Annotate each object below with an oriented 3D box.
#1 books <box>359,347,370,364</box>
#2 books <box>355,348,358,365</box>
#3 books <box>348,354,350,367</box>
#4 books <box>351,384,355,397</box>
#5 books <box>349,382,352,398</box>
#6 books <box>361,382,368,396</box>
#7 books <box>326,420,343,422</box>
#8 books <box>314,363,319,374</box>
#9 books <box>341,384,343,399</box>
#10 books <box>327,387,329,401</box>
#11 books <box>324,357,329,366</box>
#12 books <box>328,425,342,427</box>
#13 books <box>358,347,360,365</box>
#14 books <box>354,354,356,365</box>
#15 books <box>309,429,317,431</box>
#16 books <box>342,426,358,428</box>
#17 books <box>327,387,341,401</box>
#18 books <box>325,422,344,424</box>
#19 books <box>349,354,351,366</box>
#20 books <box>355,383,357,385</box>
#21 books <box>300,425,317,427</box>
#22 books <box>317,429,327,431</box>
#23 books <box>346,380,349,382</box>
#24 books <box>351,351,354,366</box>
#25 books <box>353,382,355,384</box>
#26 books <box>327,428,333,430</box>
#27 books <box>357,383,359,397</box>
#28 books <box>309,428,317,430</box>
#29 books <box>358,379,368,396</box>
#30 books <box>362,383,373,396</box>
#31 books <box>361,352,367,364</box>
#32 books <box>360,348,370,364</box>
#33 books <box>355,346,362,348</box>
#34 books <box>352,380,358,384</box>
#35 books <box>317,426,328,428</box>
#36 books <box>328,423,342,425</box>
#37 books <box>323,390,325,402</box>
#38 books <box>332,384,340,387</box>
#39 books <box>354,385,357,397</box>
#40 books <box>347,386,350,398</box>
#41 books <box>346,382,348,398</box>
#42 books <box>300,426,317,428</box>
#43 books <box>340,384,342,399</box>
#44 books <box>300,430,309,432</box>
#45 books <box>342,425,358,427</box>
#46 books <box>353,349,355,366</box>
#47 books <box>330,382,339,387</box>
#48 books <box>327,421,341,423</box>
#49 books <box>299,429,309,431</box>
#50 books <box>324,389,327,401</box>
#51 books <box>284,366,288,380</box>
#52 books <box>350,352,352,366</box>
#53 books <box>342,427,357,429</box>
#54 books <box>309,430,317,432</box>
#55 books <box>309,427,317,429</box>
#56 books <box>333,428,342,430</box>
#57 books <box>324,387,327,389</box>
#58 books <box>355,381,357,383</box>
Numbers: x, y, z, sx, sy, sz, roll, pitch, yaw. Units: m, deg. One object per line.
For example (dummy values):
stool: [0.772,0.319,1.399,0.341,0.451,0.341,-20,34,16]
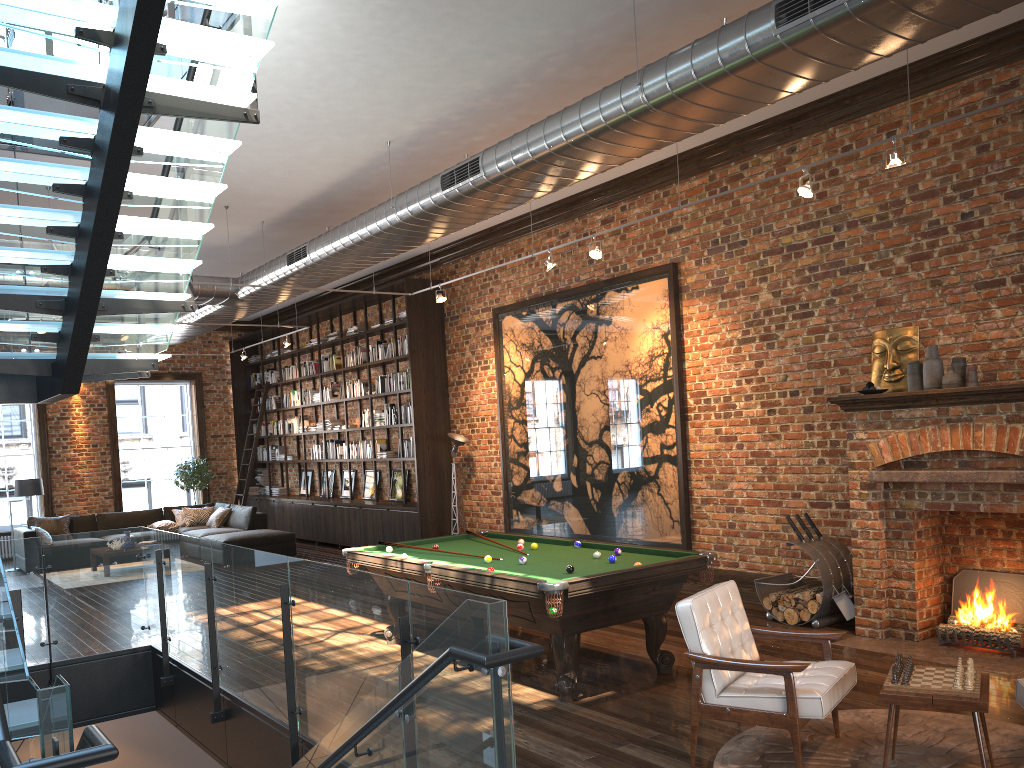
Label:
books: [-2.391,-0.452,14.454,0.188,0.297,0.015,-3,1,-36]
books: [-2.482,-0.442,14.555,0.182,0.300,0.018,-3,1,-36]
books: [-2.656,-0.383,14.815,0.173,0.230,0.014,-3,1,-36]
books: [-2.594,0.114,14.791,0.159,0.242,0.031,-3,1,-36]
books: [-2.636,0.106,14.849,0.165,0.269,0.011,-3,1,-36]
books: [-2.373,0.090,14.478,0.171,0.238,0.058,-3,1,-36]
books: [-3.107,0.653,15.512,0.242,0.015,0.165,-1,-4,-33]
books: [-3.493,-0.267,16.014,0.137,0.229,0.066,-3,1,-36]
books: [-2.808,0.133,15.080,0.181,0.260,0.095,-3,1,-36]
books: [-3.144,0.184,15.542,0.173,0.249,0.037,-3,1,-36]
books: [-3.203,-0.331,15.554,0.179,0.271,0.011,-3,1,-36]
books: [-3.097,0.738,15.507,0.209,0.013,0.149,-1,-4,-33]
books: [-2.429,-0.452,14.505,0.182,0.307,0.009,-3,1,-36]
books: [-2.499,-0.390,14.587,0.188,0.201,0.021,-3,1,-36]
books: [-3.532,0.834,16.141,0.200,0.009,0.360,-1,-4,-35]
books: [-2.745,0.728,15.015,0.159,0.009,0.286,-1,-4,-36]
books: [-3.064,0.179,15.410,0.271,0.241,0.083,-2,0,-36]
books: [-3.105,0.684,15.511,0.282,0.010,0.169,-1,-4,-37]
books: [-2.625,-0.384,14.795,0.163,0.226,0.033,-3,1,-36]
books: [-2.519,0.106,14.696,0.149,0.237,0.026,-3,1,-36]
books: [-3.770,0.784,16.428,0.197,0.017,0.355,-1,-4,-36]
books: [-3.326,0.817,15.796,0.207,0.008,0.328,-1,-4,-31]
books: [-2.787,0.099,15.073,0.142,0.324,0.116,-4,1,-36]
books: [-2.569,-0.410,14.679,0.184,0.259,0.032,-3,1,-36]
books: [-2.590,0.098,14.823,0.132,0.277,0.015,-4,2,-36]
books: [-3.097,0.778,15.510,0.243,0.025,0.161,-1,-4,-37]
books: [-2.454,0.097,14.598,0.185,0.238,0.035,-3,1,-36]
books: [-3.534,0.815,16.140,0.202,0.009,0.321,-1,-4,-37]
books: [-2.423,0.068,14.539,0.183,0.286,0.034,-3,1,-36]
books: [-2.348,0.097,14.461,0.182,0.219,0.051,-3,1,-36]
books: [-2.351,-0.411,14.401,0.187,0.209,0.052,-3,1,-36]
books: [-2.388,-0.444,14.441,0.180,0.279,0.009,-3,1,-36]
books: [-2.477,-0.456,14.574,0.183,0.330,0.008,-4,2,-36]
books: [-2.607,0.089,14.834,0.138,0.296,0.024,-4,2,-36]
books: [-3.326,0.763,15.795,0.207,0.008,0.328,-1,-4,-32]
books: [-3.092,0.695,15.495,0.198,0.015,0.134,-1,-4,-36]
books: [-3.251,0.213,15.704,0.183,0.219,0.033,-3,1,-36]
books: [-3.061,0.149,15.472,0.133,0.300,0.012,-4,2,-36]
books: [-2.515,0.118,14.668,0.180,0.209,0.024,-3,1,-36]
books: [-2.672,0.140,14.885,0.180,0.208,0.030,-3,1,-36]
books: [-2.712,0.108,14.953,0.159,0.286,0.014,-4,2,-36]
books: [-3.774,0.802,16.425,0.197,0.017,0.355,-1,-4,-34]
books: [-2.830,0.134,15.087,0.190,0.260,0.094,-3,1,-36]
books: [-3.774,0.867,16.427,0.199,0.009,0.316,-1,-4,-39]
books: [-2.746,0.710,15.015,0.159,0.009,0.286,-1,-4,-36]
books: [-2.533,-0.429,14.668,0.167,0.293,0.028,-4,1,-36]
books: [-3.084,0.133,15.472,0.155,0.335,0.014,-4,2,-36]
books: [-3.110,0.670,15.517,0.196,0.019,0.173,-1,-4,-31]
books: [-3.772,0.850,16.428,0.197,0.008,0.355,-1,-4,-38]
books: [-3.206,0.205,15.625,0.190,0.223,0.027,-3,1,-36]
books: [-4.291,-0.198,17.057,0.163,0.298,0.029,-4,2,-36]
books: [-2.607,-0.401,14.767,0.160,0.256,0.035,-3,1,-36]
books: [-2.750,0.746,15.012,0.159,0.009,0.286,-1,-4,-33]
books: [-3.540,0.852,16.135,0.202,0.009,0.321,-1,-4,-31]
books: [-3.534,0.797,16.140,0.200,0.009,0.360,-1,-4,-37]
books: [-2.948,0.772,15.316,0.204,0.035,0.267,-1,-4,-35]
books: [-3.216,0.183,15.651,0.184,0.270,0.027,-3,1,-36]
books: [-2.538,0.086,14.743,0.154,0.285,0.015,-4,2,-36]
